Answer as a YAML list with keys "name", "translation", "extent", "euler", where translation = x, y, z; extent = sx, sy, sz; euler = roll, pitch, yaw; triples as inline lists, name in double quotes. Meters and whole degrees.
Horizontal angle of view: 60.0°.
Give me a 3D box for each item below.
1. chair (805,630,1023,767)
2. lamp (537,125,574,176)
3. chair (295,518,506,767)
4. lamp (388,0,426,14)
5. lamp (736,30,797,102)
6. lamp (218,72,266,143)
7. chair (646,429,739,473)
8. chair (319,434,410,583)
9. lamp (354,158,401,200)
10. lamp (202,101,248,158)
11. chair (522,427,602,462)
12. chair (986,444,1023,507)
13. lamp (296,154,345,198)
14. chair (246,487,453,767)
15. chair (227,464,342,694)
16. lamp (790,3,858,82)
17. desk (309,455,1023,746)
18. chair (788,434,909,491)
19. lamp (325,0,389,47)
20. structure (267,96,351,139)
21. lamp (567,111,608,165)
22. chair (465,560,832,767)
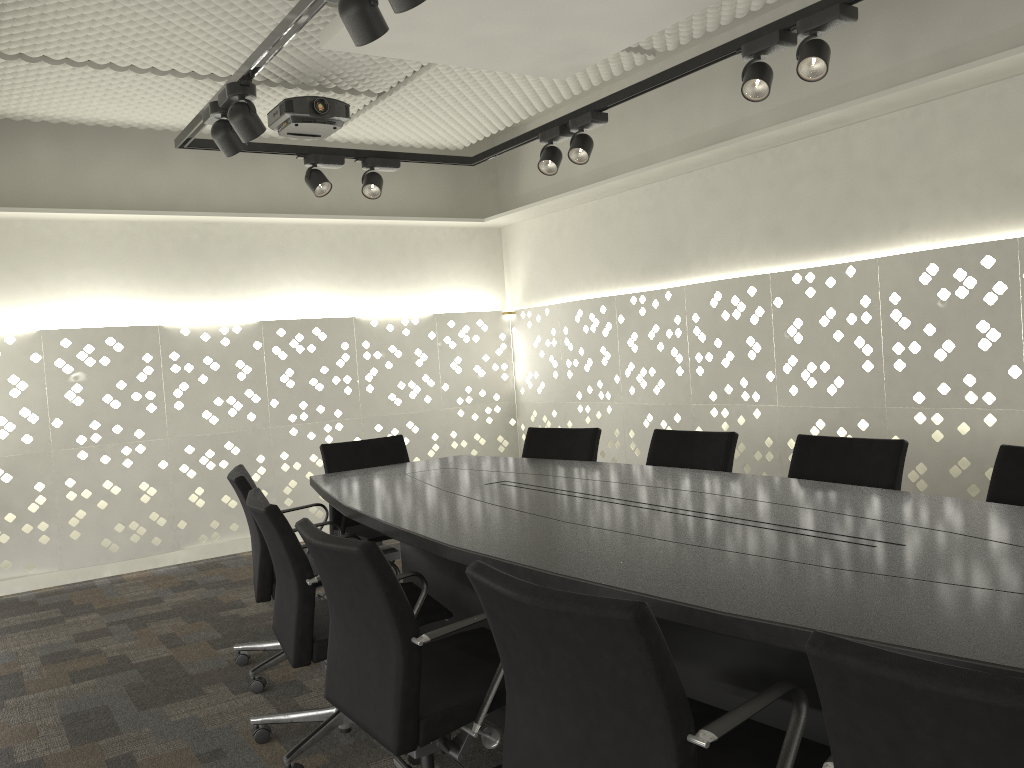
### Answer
- name: "chair"
  translation: [0.664, 0.654, 1.106]
  extent: [0.579, 0.757, 0.559]
  euler: [-6, 3, -43]
- name: "lamp"
  translation: [0.175, -1.028, 3.876]
  extent: [0.126, 0.224, 0.213]
  euler: [-5, 2, -29]
- name: "chair"
  translation: [-0.202, 0.679, 2.087]
  extent: [0.579, 0.757, 0.559]
  euler: [-5, 2, -28]
- name: "lamp"
  translation: [-0.252, -0.927, 1.965]
  extent: [0.126, 0.224, 0.213]
  euler: [-5, 2, -29]
- name: "lamp"
  translation: [0.810, -1.036, 2.880]
  extent: [0.126, 0.224, 0.213]
  euler: [-5, 2, -29]
- name: "lamp"
  translation: [-0.900, -0.919, 2.984]
  extent: [0.126, 0.224, 0.213]
  euler: [-5, 2, -29]
- name: "chair"
  translation: [0.593, 0.575, 3.386]
  extent: [0.579, 0.757, 0.559]
  euler: [-5, 3, -33]
- name: "chair"
  translation: [-0.555, 0.633, 4.018]
  extent: [0.559, 0.757, 0.579]
  euler: [-5, 2, -28]
- name: "lamp"
  translation: [-0.629, -0.983, 4.189]
  extent: [0.214, 0.224, 0.118]
  euler: [-6, 3, -44]
- name: "lamp"
  translation: [-1.020, -0.917, 3.172]
  extent: [0.126, 0.224, 0.213]
  euler: [-5, 2, -29]
- name: "chair"
  translation: [0.132, 0.589, 3.893]
  extent: [0.579, 0.757, 0.559]
  euler: [-6, 3, -43]
- name: "chair"
  translation: [1.316, 0.566, 2.254]
  extent: [0.579, 0.757, 0.559]
  euler: [-5, 2, -18]
- name: "lamp"
  translation: [-0.863, -0.960, 4.029]
  extent: [0.213, 0.224, 0.126]
  euler: [-5, 2, -29]
- name: "chair"
  translation: [-0.505, 0.680, 2.648]
  extent: [0.579, 0.757, 0.559]
  euler: [-5, 2, -18]
- name: "chair"
  translation: [-0.779, 0.674, 3.333]
  extent: [0.579, 0.757, 0.559]
  euler: [-5, 2, -13]
- name: "lamp"
  translation: [0.929, -1.038, 2.691]
  extent: [0.126, 0.224, 0.213]
  euler: [-5, 2, -29]
- name: "desk"
  translation: [0.385, 0.673, 2.503]
  extent: [1.223, 0.658, 3.364]
  euler: [-5, 3, -32]
- name: "chair"
  translation: [0.984, 0.567, 2.842]
  extent: [0.579, 0.757, 0.559]
  euler: [-5, 2, -28]
- name: "lamp"
  translation: [-0.372, -0.926, 2.154]
  extent: [0.126, 0.224, 0.213]
  euler: [-5, 2, -29]
- name: "structure"
  translation: [-0.996, -1.301, 4.333]
  extent: [0.327, 0.144, 0.371]
  euler: [-5, 3, -32]
- name: "lamp"
  translation: [0.295, -1.030, 3.688]
  extent: [0.126, 0.224, 0.213]
  euler: [-5, 2, -29]
- name: "chair"
  translation: [0.236, 0.668, 1.547]
  extent: [0.579, 0.757, 0.559]
  euler: [-5, 3, -33]
